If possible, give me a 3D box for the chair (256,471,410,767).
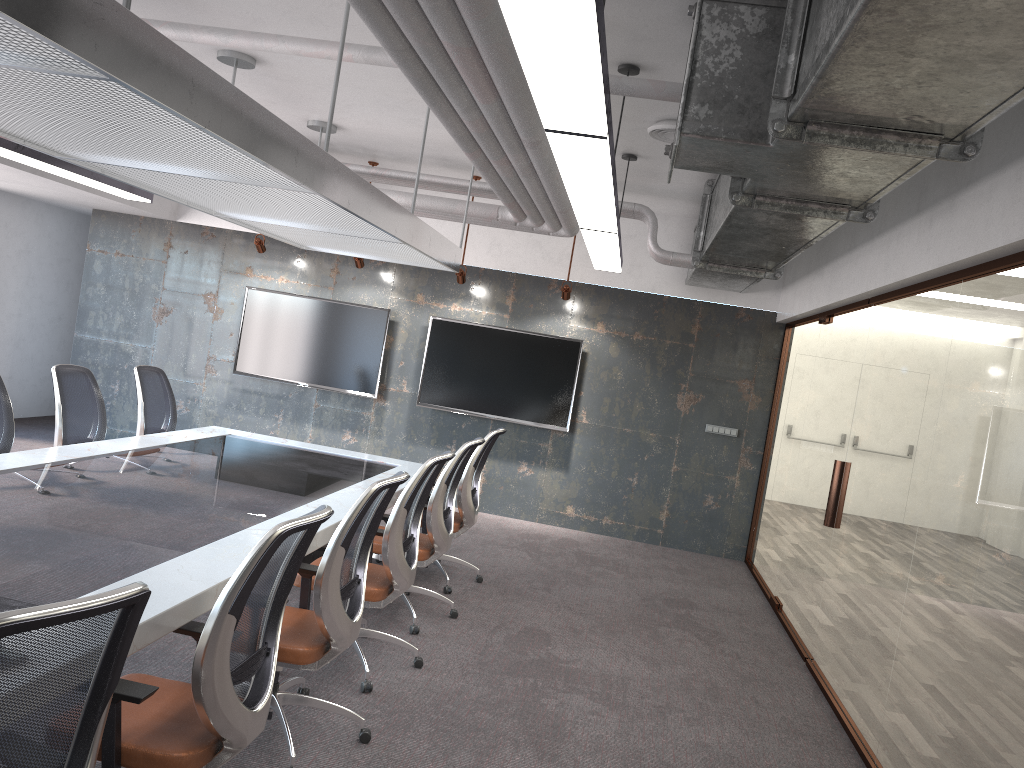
[{"bbox_3d":[-0.905,0.876,3.616,0.828,1.166,0.789,8,2,-29],"label":"chair"}]

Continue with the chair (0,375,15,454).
[{"bbox_3d":[-2.875,0.502,5.026,0.828,1.166,0.789,8,2,-23],"label":"chair"}]

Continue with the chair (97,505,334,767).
[{"bbox_3d":[-1.032,0.890,2.677,0.828,1.166,0.789,8,2,-29],"label":"chair"}]

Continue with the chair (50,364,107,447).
[{"bbox_3d":[-2.676,0.505,5.853,0.828,1.166,0.789,8,2,-29],"label":"chair"}]

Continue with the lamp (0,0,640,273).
[{"bbox_3d":[-1.480,-1.589,4.098,4.126,0.908,6.097,10,2,7],"label":"lamp"}]

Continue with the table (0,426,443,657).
[{"bbox_3d":[-1.884,0.899,4.277,1.898,0.745,5.498,10,2,7],"label":"table"}]

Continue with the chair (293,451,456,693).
[{"bbox_3d":[-0.779,0.862,4.555,0.828,1.166,0.789,8,2,-29],"label":"chair"}]

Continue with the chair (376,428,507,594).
[{"bbox_3d":[-0.527,0.834,6.434,0.828,1.166,0.789,8,2,-29],"label":"chair"}]

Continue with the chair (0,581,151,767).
[{"bbox_3d":[-1.206,0.895,1.746,0.828,1.166,0.789,9,2,-13],"label":"chair"}]

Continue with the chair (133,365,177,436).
[{"bbox_3d":[-2.549,0.491,6.792,0.828,1.166,0.789,8,2,-29],"label":"chair"}]

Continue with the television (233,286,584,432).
[{"bbox_3d":[-1.131,-0.280,9.334,3.667,0.960,0.101,10,2,7],"label":"television"}]

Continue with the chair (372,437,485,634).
[{"bbox_3d":[-0.653,0.848,5.494,0.828,1.166,0.789,8,2,-29],"label":"chair"}]
